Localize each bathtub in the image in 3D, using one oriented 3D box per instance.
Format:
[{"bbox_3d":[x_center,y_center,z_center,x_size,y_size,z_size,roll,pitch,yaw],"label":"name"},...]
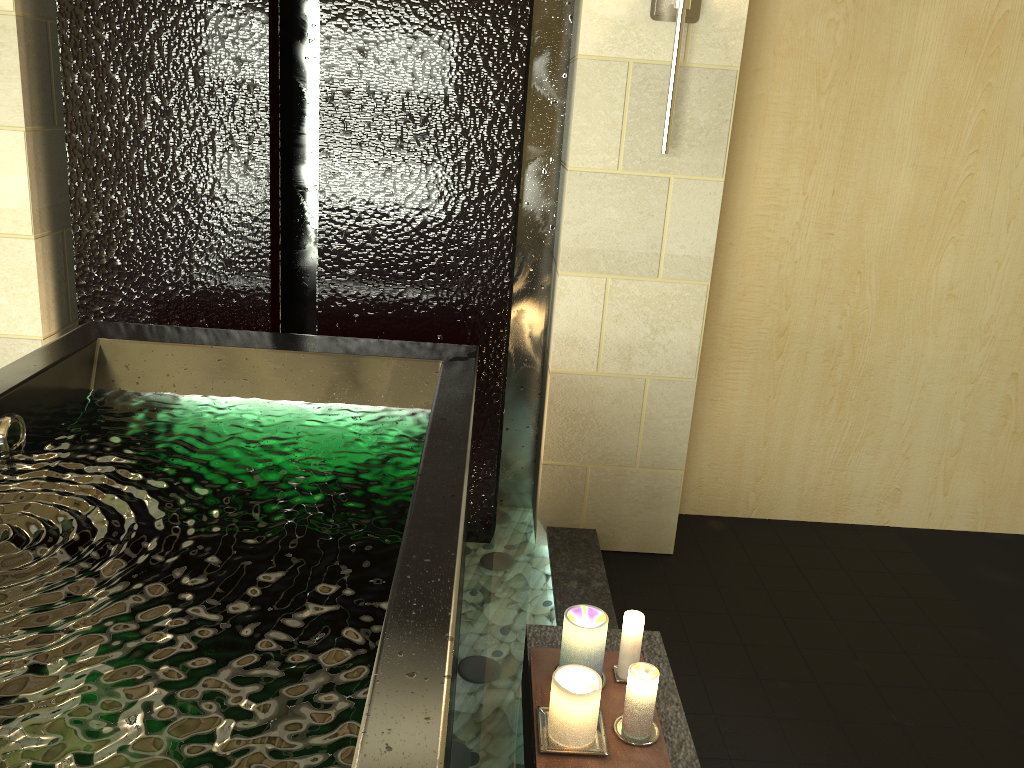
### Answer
[{"bbox_3d":[-0.619,0.300,1.465,1.068,1.157,2.141,4,17,-2],"label":"bathtub"}]

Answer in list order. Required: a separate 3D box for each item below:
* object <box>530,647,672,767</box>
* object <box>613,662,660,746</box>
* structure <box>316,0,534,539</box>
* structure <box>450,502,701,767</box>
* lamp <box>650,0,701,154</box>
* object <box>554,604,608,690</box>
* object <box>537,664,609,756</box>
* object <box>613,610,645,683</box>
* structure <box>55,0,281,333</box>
[{"bbox_3d":[0.169,0.681,1.792,0.254,0.031,0.443,4,18,-2],"label":"object"},{"bbox_3d":[0.250,0.618,1.728,0.091,0.139,0.091,2,17,-7],"label":"object"},{"bbox_3d":[-0.302,-0.376,2.714,0.641,2.059,0.094,4,17,-2],"label":"structure"},{"bbox_3d":[-0.645,0.877,2.099,1.972,0.633,3.816,4,17,-2],"label":"structure"},{"bbox_3d":[0.456,-1.043,2.363,0.176,0.834,0.189,4,17,-2],"label":"lamp"},{"bbox_3d":[0.150,0.557,1.874,0.112,0.154,0.113,2,17,-7],"label":"object"},{"bbox_3d":[0.120,0.622,1.711,0.131,0.124,0.131,4,17,-2],"label":"object"},{"bbox_3d":[0.254,0.560,1.894,0.056,0.151,0.056,4,17,-2],"label":"object"},{"bbox_3d":[-1.024,-0.422,2.689,0.641,2.059,0.094,4,17,-2],"label":"structure"}]
